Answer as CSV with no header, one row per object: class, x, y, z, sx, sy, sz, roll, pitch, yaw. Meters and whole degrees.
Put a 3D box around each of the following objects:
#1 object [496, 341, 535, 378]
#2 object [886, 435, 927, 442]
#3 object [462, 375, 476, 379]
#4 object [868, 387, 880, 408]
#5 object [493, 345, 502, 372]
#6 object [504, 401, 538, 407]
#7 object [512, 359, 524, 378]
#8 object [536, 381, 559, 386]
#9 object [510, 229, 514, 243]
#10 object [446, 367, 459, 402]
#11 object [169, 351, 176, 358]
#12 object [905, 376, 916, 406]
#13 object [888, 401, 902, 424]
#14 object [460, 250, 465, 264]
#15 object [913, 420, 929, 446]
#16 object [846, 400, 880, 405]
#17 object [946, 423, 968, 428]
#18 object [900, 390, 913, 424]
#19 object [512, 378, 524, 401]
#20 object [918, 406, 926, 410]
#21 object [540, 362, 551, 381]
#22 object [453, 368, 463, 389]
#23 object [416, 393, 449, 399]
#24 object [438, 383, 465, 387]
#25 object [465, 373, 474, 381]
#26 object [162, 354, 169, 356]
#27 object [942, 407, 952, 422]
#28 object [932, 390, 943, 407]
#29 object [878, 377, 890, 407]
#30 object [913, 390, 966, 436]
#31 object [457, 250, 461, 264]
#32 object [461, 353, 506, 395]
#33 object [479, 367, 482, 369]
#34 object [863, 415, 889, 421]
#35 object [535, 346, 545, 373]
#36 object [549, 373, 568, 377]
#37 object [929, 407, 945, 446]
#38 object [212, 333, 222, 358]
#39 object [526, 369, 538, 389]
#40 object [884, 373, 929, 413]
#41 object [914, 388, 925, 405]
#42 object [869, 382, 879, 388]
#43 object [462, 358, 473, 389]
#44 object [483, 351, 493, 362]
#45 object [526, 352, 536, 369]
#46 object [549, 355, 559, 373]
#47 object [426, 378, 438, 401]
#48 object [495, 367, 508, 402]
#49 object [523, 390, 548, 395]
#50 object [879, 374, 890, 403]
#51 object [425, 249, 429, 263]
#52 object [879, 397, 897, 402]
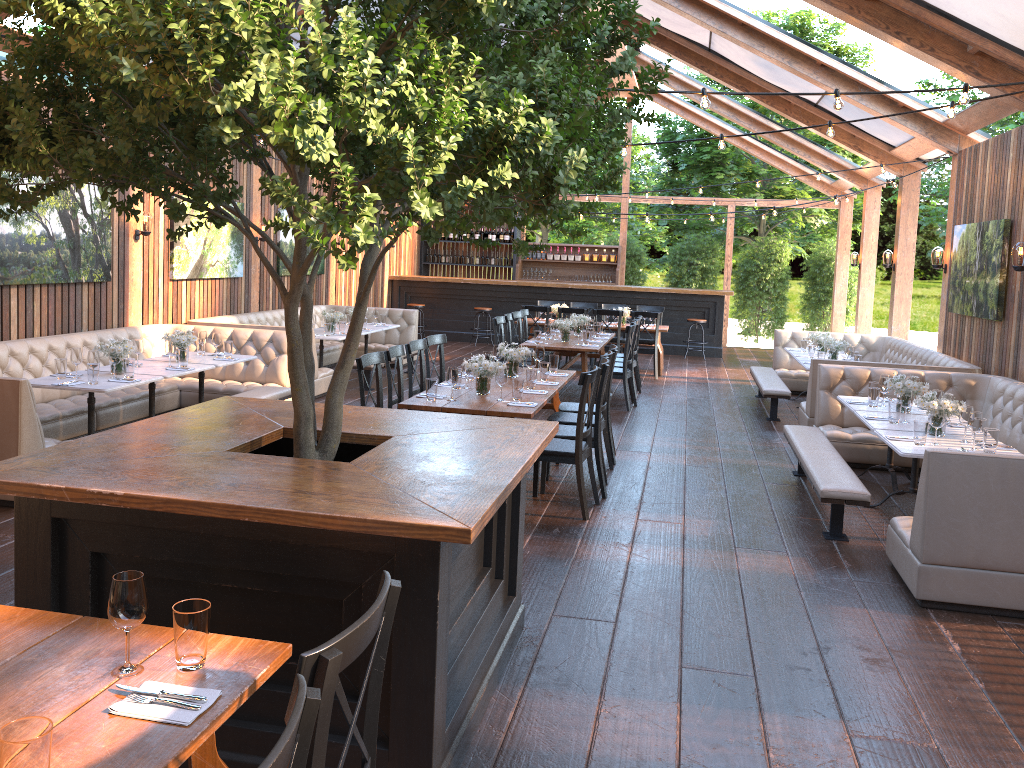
object,0.021,-0.214,7.756,0.336,0.308,0.331,-3,9,-41
object,2.655,0.363,5.950,0.255,0.019,0.158,4,8,11
object,-0.357,-0.066,7.634,0.255,0.019,0.158,4,8,11
object,2.980,0.111,7.289,0.092,0.157,0.092,2,6,-3
object,-0.131,-0.232,8.064,0.092,0.243,0.092,6,6,36
object,0.054,0.139,6.354,0.255,0.019,0.158,4,8,11
object,0.047,-0.078,7.059,0.092,0.243,0.093,3,5,8
object,0.266,-0.012,7.447,0.255,0.019,0.158,4,8,11
object,0.003,-3.264,19.557,0.075,0.301,0.075,5,5,28
object,-0.431,0.000,6.394,0.092,0.243,0.093,2,5,-8
object,-3.267,-0.328,8.523,0.092,0.157,0.092,2,6,-3
object,3.348,0.061,7.438,0.092,0.243,0.093,4,5,14
object,2.831,0.213,6.549,0.092,0.157,0.092,2,6,-3
object,-1.107,-2.840,19.817,0.094,0.307,0.094,3,5,12
object,2.665,0.320,5.773,0.092,0.157,0.092,2,6,-3
object,2.960,0.155,7.460,0.255,0.019,0.158,4,8,11
object,3.307,0.302,6.552,0.255,0.019,0.158,4,8,11
object,2.938,0.168,6.596,0.092,0.243,0.093,-1,6,-31
object,0.043,0.041,6.542,0.092,0.157,0.092,5,6,27
object,3.456,0.196,7.323,0.255,0.019,0.158,4,8,11
object,0.284,-0.107,7.622,0.092,0.157,0.092,7,7,37
object,-0.434,-0.040,6.932,0.092,0.157,0.092,7,7,37
object,-0.572,0.086,6.538,0.255,0.019,0.158,4,8,11
object,-0.469,0.010,7.110,0.255,0.019,0.158,4,8,11
object,-0.355,-0.110,7.461,0.092,0.157,0.092,0,6,-22
object,-3.286,-0.284,8.693,0.255,0.019,0.158,4,8,11
object,3.299,0.208,6.718,0.092,0.157,0.092,2,6,-3
object,3.194,0.169,6.659,0.092,0.243,0.093,-1,6,-31
object,3.081,0.066,7.333,0.092,0.243,0.093,-1,6,-31
object,2.960,0.204,6.134,0.337,0.308,0.330,5,7,23
object,-1.184,-2.851,19.872,0.095,0.307,0.094,6,6,37
object,-0.214,-0.074,6.736,0.336,0.308,0.331,3,7,7
object,-0.240,-0.145,8.208,0.255,0.019,0.158,4,8,11
object,2.813,0.256,6.725,0.255,0.019,0.158,4,8,11
object,0.253,-0.226,8.130,0.092,0.243,0.093,4,5,14
object,0.382,-0.091,8.016,0.255,0.019,0.158,4,8,11
object,2.784,0.278,5.800,0.092,0.243,0.093,-1,6,-31
object,-2.898,-0.380,8.682,0.092,0.243,0.093,4,5,14
object,0.157,-0.039,7.118,0.092,0.157,0.092,4,6,17
object,3.148,0.074,7.073,0.337,0.308,0.330,6,7,27
object,3.454,0.099,7.503,0.092,0.157,0.092,2,6,-3
object,3.127,0.064,7.650,0.092,0.157,0.092,-3,7,-42
object,-0.348,-0.083,6.988,0.092,0.243,0.093,3,5,8
object,-0.213,-0.154,7.500,0.092,0.243,0.093,-1,6,-36
object,0.160,-0.145,7.547,0.092,0.243,0.093,4,5,14
object,0.385,-0.187,8.196,0.092,0.157,0.092,-3,7,-42
object,-0.578,0.041,6.363,0.092,0.157,0.092,7,7,37
object,-0.078,0.002,6.480,0.092,0.243,0.093,-1,6,-31
object,0.154,0.056,6.948,0.255,0.019,0.158,4,8,11
object,3.175,0.038,7.548,0.092,0.243,0.093,-1,6,-31
object,-1.919,-2.908,20.052,0.094,0.307,0.095,2,5,-2
object,3.290,0.138,7.672,0.157,0.019,0.257,4,8,11
